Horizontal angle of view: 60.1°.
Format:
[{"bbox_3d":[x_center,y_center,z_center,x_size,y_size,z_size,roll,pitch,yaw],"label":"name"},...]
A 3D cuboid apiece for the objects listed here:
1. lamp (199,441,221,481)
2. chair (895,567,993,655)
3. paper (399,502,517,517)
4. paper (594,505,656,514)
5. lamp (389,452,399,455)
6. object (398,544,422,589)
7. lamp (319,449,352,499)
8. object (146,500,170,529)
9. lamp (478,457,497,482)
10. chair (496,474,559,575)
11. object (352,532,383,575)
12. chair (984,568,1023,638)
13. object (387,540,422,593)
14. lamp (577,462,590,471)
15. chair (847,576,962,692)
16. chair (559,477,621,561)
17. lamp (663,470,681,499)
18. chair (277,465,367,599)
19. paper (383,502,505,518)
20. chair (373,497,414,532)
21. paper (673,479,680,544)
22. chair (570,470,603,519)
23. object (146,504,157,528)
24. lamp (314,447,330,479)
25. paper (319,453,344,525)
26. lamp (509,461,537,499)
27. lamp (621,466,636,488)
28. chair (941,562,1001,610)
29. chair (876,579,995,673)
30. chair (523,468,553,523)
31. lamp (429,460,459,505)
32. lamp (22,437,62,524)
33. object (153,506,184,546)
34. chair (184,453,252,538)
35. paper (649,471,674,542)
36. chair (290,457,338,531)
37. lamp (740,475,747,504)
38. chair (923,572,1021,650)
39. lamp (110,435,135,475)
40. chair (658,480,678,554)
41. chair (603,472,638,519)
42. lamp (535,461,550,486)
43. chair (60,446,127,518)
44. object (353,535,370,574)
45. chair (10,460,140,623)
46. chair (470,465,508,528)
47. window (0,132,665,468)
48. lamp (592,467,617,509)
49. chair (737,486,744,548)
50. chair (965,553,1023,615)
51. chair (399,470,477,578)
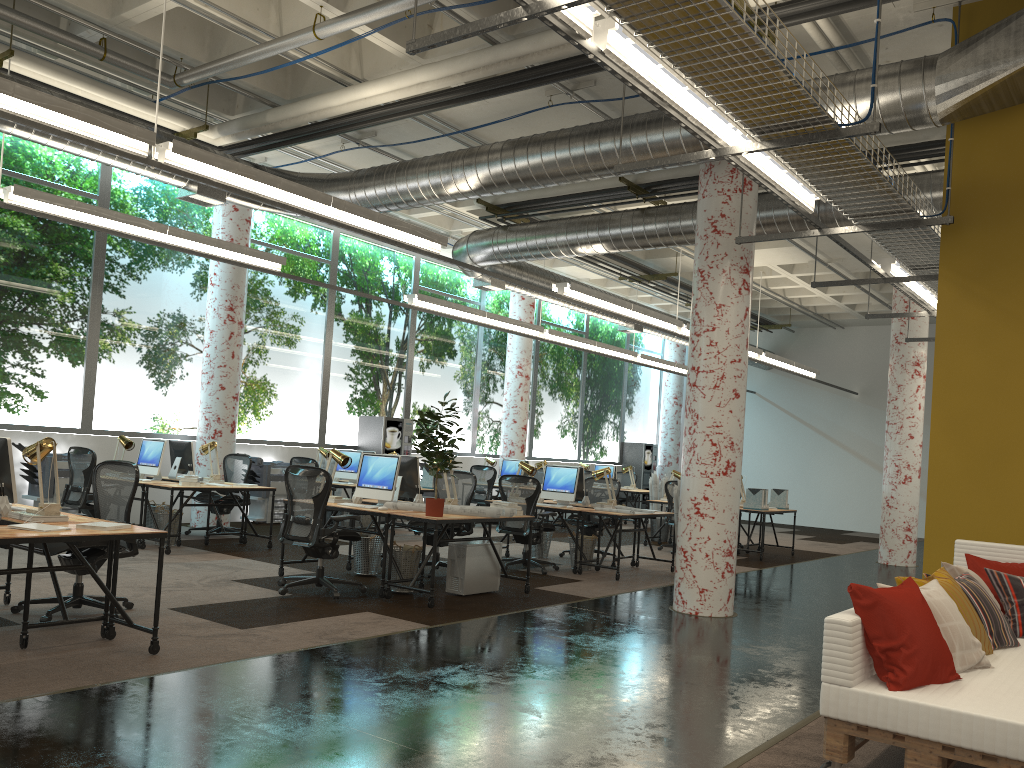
[{"bbox_3d":[-3.632,0.996,10.706,0.209,0.610,0.527,5,-3,-33],"label":"lamp"},{"bbox_3d":[2.209,1.176,4.520,0.548,0.437,0.316,7,-4,-41],"label":"chair"},{"bbox_3d":[-0.521,1.123,7.985,1.134,0.082,0.083,4,-3,2],"label":"paper"},{"bbox_3d":[1.316,1.471,10.350,0.567,0.061,0.628,1,-5,34],"label":"paper"},{"bbox_3d":[-1.761,1.316,13.208,0.219,0.610,0.527,5,-3,-33],"label":"lamp"},{"bbox_3d":[-0.937,1.666,8.054,0.235,0.402,0.120,2,-2,38],"label":"object"},{"bbox_3d":[-1.735,0.924,8.486,0.219,0.610,0.527,5,-3,-33],"label":"lamp"},{"bbox_3d":[-4.469,1.687,11.165,0.358,0.434,0.354,2,-3,33],"label":"object"},{"bbox_3d":[-0.502,1.653,16.436,0.219,0.610,0.527,5,-3,-33],"label":"lamp"},{"bbox_3d":[0.150,1.593,10.220,0.769,1.084,0.795,3,-3,21],"label":"chair"},{"bbox_3d":[-1.453,1.686,8.902,0.358,0.434,0.354,2,-3,33],"label":"object"},{"bbox_3d":[3.108,1.319,5.229,0.516,0.391,0.359,3,-3,6],"label":"chair"},{"bbox_3d":[-0.987,1.645,7.994,0.358,0.434,0.354,2,-3,33],"label":"object"},{"bbox_3d":[1.438,1.985,19.034,0.219,0.610,0.527,5,-3,-33],"label":"lamp"},{"bbox_3d":[1.701,1.087,3.864,0.535,0.444,0.301,6,-3,-37],"label":"chair"},{"bbox_3d":[1.086,1.777,11.783,0.769,1.084,0.795,3,-3,21],"label":"chair"},{"bbox_3d":[2.539,1.673,14.155,0.219,0.610,0.527,5,-3,-33],"label":"lamp"},{"bbox_3d":[-1.667,1.251,7.675,0.769,1.084,0.795,3,-3,21],"label":"chair"},{"bbox_3d":[-0.621,1.106,7.852,1.133,0.082,0.083,3,-3,12],"label":"paper"},{"bbox_3d":[-1.880,1.757,14.000,0.769,1.084,0.795,3,-3,21],"label":"chair"},{"bbox_3d":[2.090,1.677,10.430,0.440,1.196,0.413,3,-2,15],"label":"paper"},{"bbox_3d":[1.506,2.312,18.222,0.769,1.084,0.795,3,-3,21],"label":"chair"},{"bbox_3d":[-4.521,1.692,11.105,0.235,0.402,0.120,2,-2,38],"label":"object"},{"bbox_3d":[-2.880,1.246,13.251,0.209,0.610,0.527,5,-3,-33],"label":"lamp"},{"bbox_3d":[-2.905,1.642,14.160,0.440,1.196,0.413,3,-2,15],"label":"paper"},{"bbox_3d":[0.086,1.266,11.034,0.209,0.610,0.527,5,-3,-33],"label":"lamp"},{"bbox_3d":[2.561,2.056,18.993,0.219,0.610,0.527,5,-3,-33],"label":"lamp"},{"bbox_3d":[2.712,1.266,5.208,0.334,0.437,0.547,1,-4,42],"label":"chair"},{"bbox_3d":[2.004,1.155,4.197,0.526,0.400,0.331,6,-4,-34],"label":"chair"},{"bbox_3d":[0.502,2.164,17.187,0.769,1.084,0.795,3,-3,21],"label":"chair"},{"bbox_3d":[-0.616,0.994,8.443,0.209,0.610,0.527,5,-3,-33],"label":"lamp"},{"bbox_3d":[-2.856,0.629,5.397,0.219,0.610,0.527,5,-3,-33],"label":"lamp"},{"bbox_3d":[-4.003,1.646,10.257,0.358,0.434,0.354,2,-3,33],"label":"object"},{"bbox_3d":[-3.746,1.437,11.501,0.769,1.084,0.795,3,-3,21],"label":"chair"},{"bbox_3d":[2.517,2.071,15.067,0.440,1.196,0.413,3,-2,15],"label":"paper"},{"bbox_3d":[-2.816,1.572,12.437,0.769,1.084,0.795,3,-3,21],"label":"chair"},{"bbox_3d":[3.661,1.744,14.115,0.219,0.610,0.527,5,-3,-33],"label":"lamp"},{"bbox_3d":[2.519,1.254,4.836,0.524,0.407,0.341,6,-4,-37],"label":"chair"},{"bbox_3d":[-4.750,0.925,10.750,0.219,0.610,0.527,5,-3,-33],"label":"lamp"},{"bbox_3d":[2.606,2.000,13.344,0.769,1.084,0.795,3,-3,21],"label":"chair"},{"bbox_3d":[2.443,2.497,19.785,0.769,1.084,0.795,3,-3,21],"label":"chair"},{"bbox_3d":[0.620,1.724,16.395,0.219,0.610,0.527,5,-3,-33],"label":"lamp"},{"bbox_3d":[-4.683,1.252,9.938,0.769,1.084,0.795,3,-3,21],"label":"chair"},{"bbox_3d":[-1.505,1.691,8.842,0.235,0.402,0.120,2,-2,38],"label":"object"},{"bbox_3d":[-2.975,1.070,6.189,0.769,1.084,0.795,3,-3,21],"label":"chair"},{"bbox_3d":[-0.435,1.980,15.624,0.769,1.084,0.795,3,-3,21],"label":"chair"},{"bbox_3d":[-3.704,-0.897,14.148,0.050,3.756,26.287,3,-4,37],"label":"window"},{"bbox_3d":[1.200,1.336,10.988,0.209,0.610,0.527,5,-3,-33],"label":"lamp"},{"bbox_3d":[3.543,2.185,14.907,0.769,1.084,0.795,3,-3,21],"label":"chair"},{"bbox_3d":[3.127,1.305,5.526,0.534,0.436,0.287,3,-2,10],"label":"chair"},{"bbox_3d":[-0.731,1.436,9.238,0.769,1.084,0.795,3,-3,21],"label":"chair"}]
